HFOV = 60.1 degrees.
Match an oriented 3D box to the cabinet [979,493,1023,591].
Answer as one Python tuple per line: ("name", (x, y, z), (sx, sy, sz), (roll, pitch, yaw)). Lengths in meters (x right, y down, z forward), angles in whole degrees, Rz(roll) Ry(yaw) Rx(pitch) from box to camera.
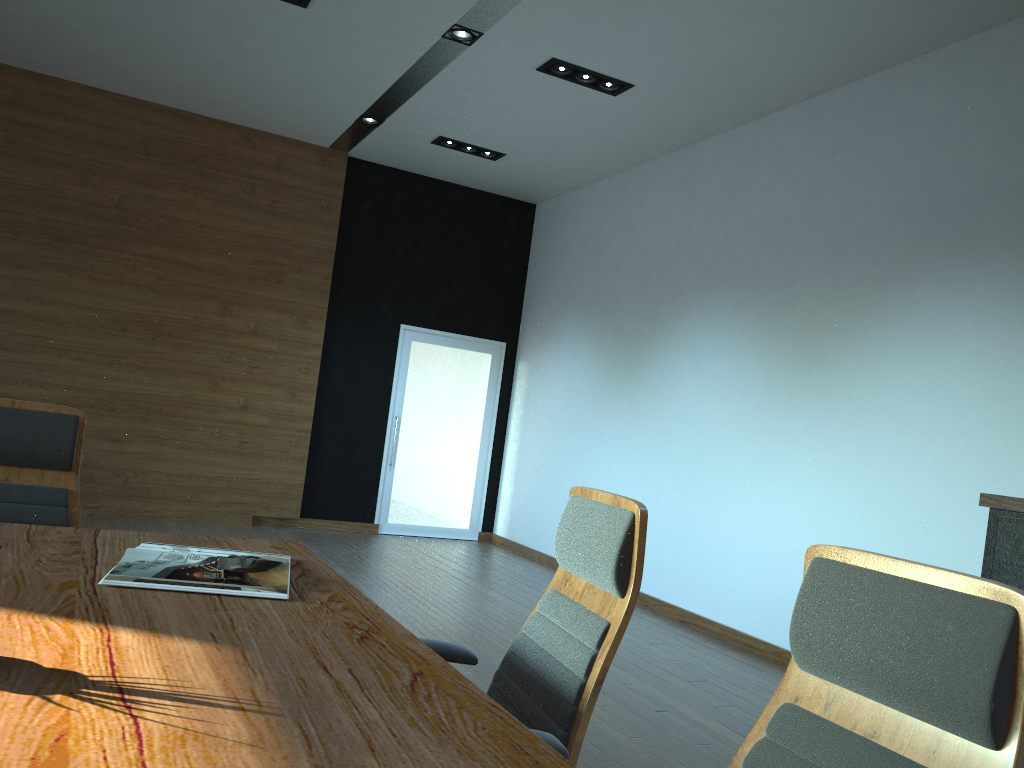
("cabinet", (2.691, 1.123, 2.749), (0.769, 1.232, 2.344), (8, -2, -25))

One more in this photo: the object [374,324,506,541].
("object", (-0.776, 0.540, 9.398), (1.200, 2.159, 0.200), (8, -1, -25))

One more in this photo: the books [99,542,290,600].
("books", (-0.740, 0.436, 2.164), (0.390, 0.033, 0.544), (8, -3, -13))

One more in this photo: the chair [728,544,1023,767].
("chair", (0.223, 0.771, 1.148), (0.698, 1.127, 0.705), (8, -1, -25))

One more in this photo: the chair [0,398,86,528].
("chair", (-1.524, 0.612, 2.533), (0.708, 1.127, 0.695), (8, -1, -23))

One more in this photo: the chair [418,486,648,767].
("chair", (-0.150, 0.762, 1.932), (0.697, 1.127, 0.705), (8, -1, -18))

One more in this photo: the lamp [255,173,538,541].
("lamp", (-3.105, -0.766, 5.364), (9.415, 3.706, 16.659), (9, -3, -25))
